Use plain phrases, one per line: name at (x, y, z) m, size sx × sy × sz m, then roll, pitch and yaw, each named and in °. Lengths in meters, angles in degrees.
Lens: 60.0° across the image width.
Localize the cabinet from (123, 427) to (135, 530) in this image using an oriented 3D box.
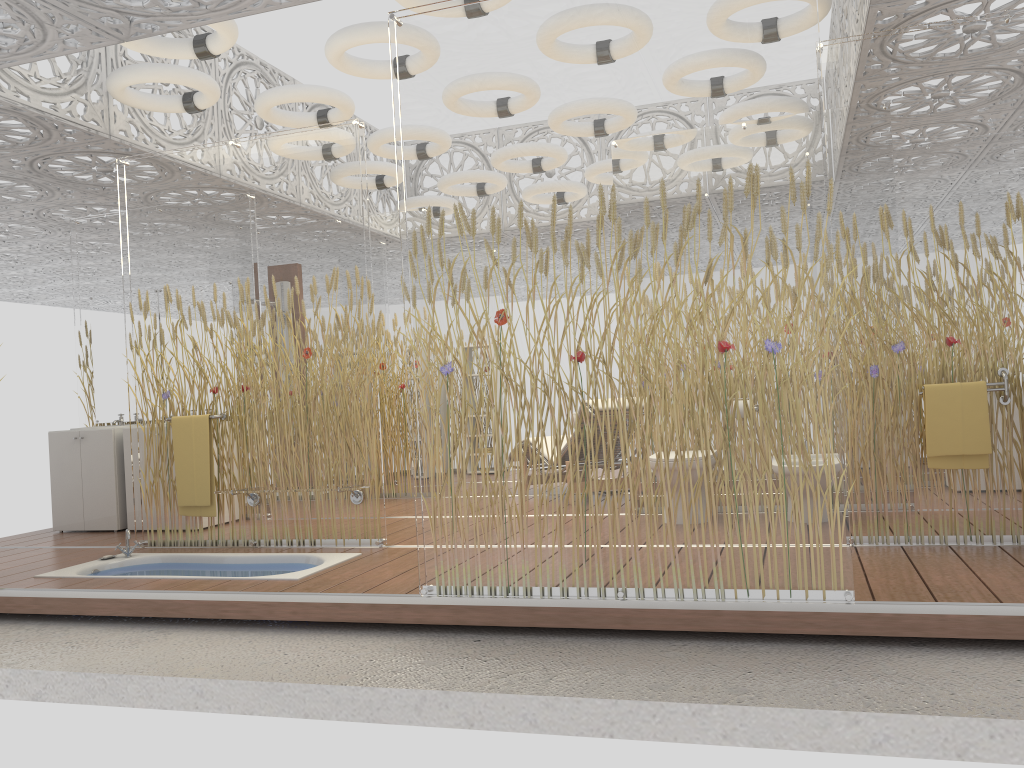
cabinet at (-2.571, 0.704, 6.928) m, size 0.643 × 0.782 × 0.549 m, roll -4°, pitch -1°, yaw 18°

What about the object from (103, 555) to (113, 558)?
object at (-2.492, 1.066, 5.471) m, size 0.035 × 0.016 × 0.066 m, roll -4°, pitch -1°, yaw 27°

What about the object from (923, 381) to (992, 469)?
object at (2.157, 0.205, 4.307) m, size 0.295 × 0.427 × 0.042 m, roll -3°, pitch -1°, yaw 8°

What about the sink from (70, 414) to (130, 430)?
sink at (-3.272, 0.379, 7.168) m, size 0.573 × 0.266 × 0.499 m, roll -3°, pitch -1°, yaw 15°

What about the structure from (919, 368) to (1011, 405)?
structure at (2.211, 0.022, 4.322) m, size 0.405 × 0.183 × 0.115 m, roll -3°, pitch -1°, yaw 16°

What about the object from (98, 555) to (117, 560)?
object at (-2.493, 1.073, 5.471) m, size 0.065 × 0.011 × 0.108 m, roll -4°, pitch -1°, yaw 27°

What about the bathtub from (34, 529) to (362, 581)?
bathtub at (-1.780, 1.149, 5.077) m, size 1.700 × 0.582 × 0.700 m, roll -4°, pitch -1°, yaw 18°

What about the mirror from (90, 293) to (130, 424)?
mirror at (-2.882, -0.245, 7.313) m, size 1.422 × 1.081 × 0.009 m, roll -4°, pitch -1°, yaw 18°

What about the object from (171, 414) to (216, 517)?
object at (-2.038, 0.526, 5.681) m, size 0.283 × 0.656 × 0.042 m, roll -4°, pitch -1°, yaw 18°

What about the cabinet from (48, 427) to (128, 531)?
cabinet at (-3.254, 0.746, 7.147) m, size 0.643 × 0.782 × 0.549 m, roll -4°, pitch -1°, yaw 18°

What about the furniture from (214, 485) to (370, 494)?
furniture at (-1.337, 0.637, 5.362) m, size 0.977 × 0.014 × 0.178 m, roll -4°, pitch -1°, yaw 18°

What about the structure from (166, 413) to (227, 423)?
structure at (-2.049, 0.219, 5.711) m, size 0.442 × 0.047 × 0.078 m, roll -4°, pitch -1°, yaw 18°
